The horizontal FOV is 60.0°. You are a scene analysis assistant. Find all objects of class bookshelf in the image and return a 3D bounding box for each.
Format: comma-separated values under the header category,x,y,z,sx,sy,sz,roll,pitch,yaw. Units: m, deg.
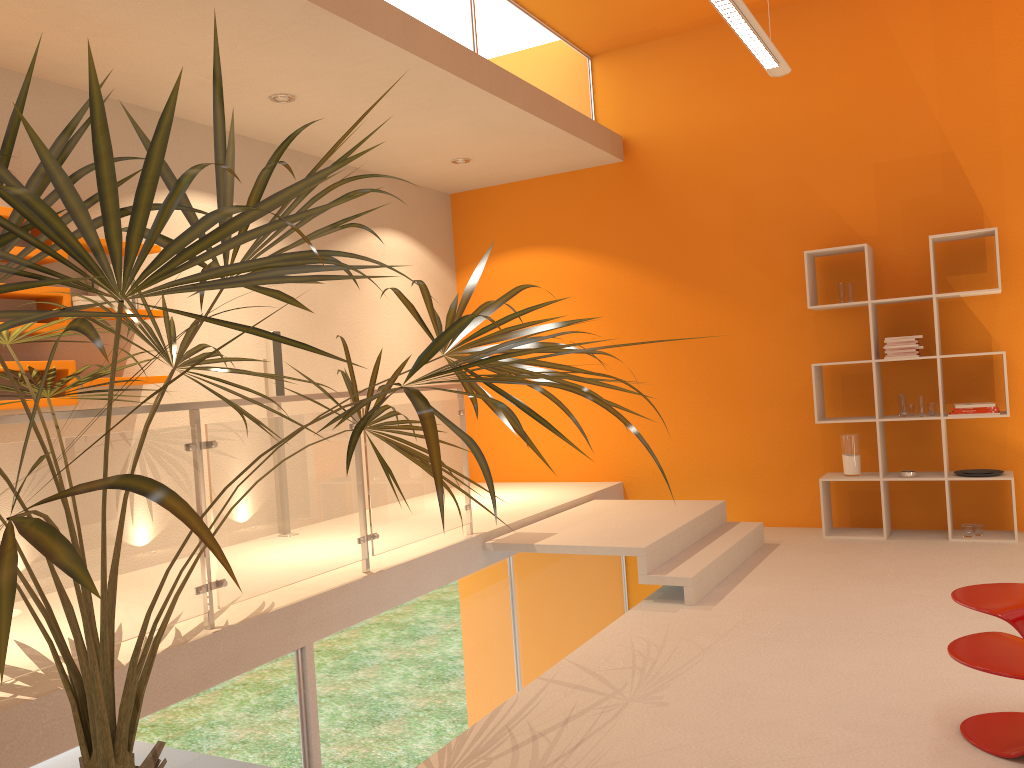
category,x,y,z,sx,sy,sz,roll,pitch,yaw
bookshelf,-2.240,0.000,4.406,0.220,0.220,1.150,-4,0,28
bookshelf,-2.265,-0.357,4.404,0.220,0.220,1.150,-4,0,28
bookshelf,3.083,1.318,4.846,1.107,4.600,3.516,-4,0,-14
bookshelf,-2.289,-0.712,4.402,0.220,0.220,1.150,-4,0,28

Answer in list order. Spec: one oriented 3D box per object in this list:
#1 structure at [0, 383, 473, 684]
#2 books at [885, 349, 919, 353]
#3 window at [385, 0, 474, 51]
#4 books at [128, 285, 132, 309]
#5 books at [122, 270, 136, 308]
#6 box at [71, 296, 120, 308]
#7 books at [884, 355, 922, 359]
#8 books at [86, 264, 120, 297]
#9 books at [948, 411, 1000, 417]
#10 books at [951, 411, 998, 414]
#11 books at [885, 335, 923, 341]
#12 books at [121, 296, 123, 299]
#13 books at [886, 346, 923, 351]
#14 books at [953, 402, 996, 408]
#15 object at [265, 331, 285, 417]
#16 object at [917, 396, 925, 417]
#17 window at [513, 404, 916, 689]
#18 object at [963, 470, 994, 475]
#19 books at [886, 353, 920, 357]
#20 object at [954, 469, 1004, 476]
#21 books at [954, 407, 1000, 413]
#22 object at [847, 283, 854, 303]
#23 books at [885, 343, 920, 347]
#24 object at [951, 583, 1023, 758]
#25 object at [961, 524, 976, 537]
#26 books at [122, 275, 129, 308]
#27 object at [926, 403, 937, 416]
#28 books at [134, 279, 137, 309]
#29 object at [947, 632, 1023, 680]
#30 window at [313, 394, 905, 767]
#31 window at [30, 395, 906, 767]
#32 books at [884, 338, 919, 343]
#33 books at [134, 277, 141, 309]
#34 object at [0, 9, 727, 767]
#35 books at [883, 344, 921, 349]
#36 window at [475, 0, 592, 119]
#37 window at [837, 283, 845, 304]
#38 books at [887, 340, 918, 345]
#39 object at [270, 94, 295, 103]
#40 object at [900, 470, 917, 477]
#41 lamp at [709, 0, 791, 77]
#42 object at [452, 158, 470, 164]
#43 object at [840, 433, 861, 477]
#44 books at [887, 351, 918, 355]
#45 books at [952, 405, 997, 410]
category,x,y,z,sx,sy,sz,roll,pitch,yaw
structure,-2.942,0.655,0.454,0.195,0.900,11.050,-4,0,28
books,2.651,-0.223,6.024,0.190,0.015,0.254,-4,0,30
window,-0.699,-2.230,4.773,0.006,0.660,1.869,-4,0,28
books,-2.102,-0.474,4.689,0.230,0.169,0.027,-4,0,28
books,-2.081,-0.495,4.704,0.207,0.210,0.021,-4,0,28
box,-2.158,-0.408,4.502,0.232,0.047,0.232,-4,0,28
books,2.654,-0.183,6.017,0.210,0.013,0.296,-4,0,28
books,-2.130,-0.500,4.625,0.230,0.227,0.017,-4,0,28
books,3.015,0.194,5.787,0.296,0.013,0.210,-4,0,28
books,3.018,0.182,5.785,0.268,0.011,0.190,-4,0,30
books,2.654,-0.311,6.014,0.230,0.017,0.227,-4,0,23
books,-2.127,-0.500,4.644,0.230,0.227,0.017,-4,0,28
books,2.659,-0.240,6.015,0.230,0.017,0.227,-4,0,23
books,3.009,0.138,5.778,0.227,0.017,0.230,-4,0,23
object,-1.490,0.317,5.713,0.116,1.317,0.111,-4,0,35
object,-0.030,2.589,3.685,7.392,4.604,0.870,-4,0,-31
window,1.542,2.488,5.932,2.294,4.526,1.860,-4,0,28
object,3.065,0.585,5.831,0.178,0.020,0.178,-4,0,-45
books,2.655,-0.195,6.020,0.190,0.011,0.268,-4,0,30
object,3.067,0.587,5.827,0.294,0.020,0.294,-4,0,-22
books,3.026,0.168,5.781,0.254,0.015,0.190,-4,0,24
object,0.107,2.169,3.775,6.779,5.384,0.351,-4,0,-42
books,2.650,-0.266,6.020,0.190,0.011,0.268,-4,0,30
object,1.633,0.903,2.808,0.391,0.450,0.420,-4,0,-2
object,1.248,2.422,0.963,0.129,2.692,10.507,-4,0,21
books,-2.108,-0.473,4.660,0.230,0.169,0.027,-4,0,28
object,1.867,1.966,2.275,0.190,3.502,7.694,-4,0,17
books,-2.073,-0.469,4.718,0.207,0.156,0.009,-4,0,28
object,1.382,0.923,2.318,0.420,0.450,0.391,-4,0,-32
window,0.778,2.507,5.455,4.234,4.599,0.993,-4,0,-30
window,-0.055,0.971,4.105,6.719,1.393,0.908,-4,0,-42
books,2.646,-0.294,6.023,0.190,0.015,0.254,-4,0,30
books,-2.078,-0.475,4.738,0.230,0.169,0.023,-4,0,28
object,-0.937,0.456,2.513,3.098,2.600,3.241,-4,0,36
books,2.649,-0.254,6.016,0.210,0.013,0.296,-4,0,28
window,0.203,-2.301,6.449,0.006,0.660,1.860,-4,0,28
window,-0.544,2.210,3.015,0.481,5.399,8.922,-4,0,41
books,2.653,-0.280,6.029,0.190,0.015,0.254,-4,0,24
object,-1.316,-1.654,5.079,0.143,0.059,0.143,-4,0,0
object,2.672,0.606,5.977,0.106,0.035,0.105,-4,0,-18
lamp,0.680,-2.142,3.455,0.120,1.052,3.195,-4,0,28
object,-0.393,-1.727,6.795,0.143,0.059,0.143,-4,0,0
object,2.375,0.497,6.208,0.129,0.291,0.129,-4,0,-34
books,2.658,-0.209,6.029,0.190,0.015,0.254,-4,0,24
books,3.020,0.153,5.788,0.254,0.015,0.190,-4,0,30
